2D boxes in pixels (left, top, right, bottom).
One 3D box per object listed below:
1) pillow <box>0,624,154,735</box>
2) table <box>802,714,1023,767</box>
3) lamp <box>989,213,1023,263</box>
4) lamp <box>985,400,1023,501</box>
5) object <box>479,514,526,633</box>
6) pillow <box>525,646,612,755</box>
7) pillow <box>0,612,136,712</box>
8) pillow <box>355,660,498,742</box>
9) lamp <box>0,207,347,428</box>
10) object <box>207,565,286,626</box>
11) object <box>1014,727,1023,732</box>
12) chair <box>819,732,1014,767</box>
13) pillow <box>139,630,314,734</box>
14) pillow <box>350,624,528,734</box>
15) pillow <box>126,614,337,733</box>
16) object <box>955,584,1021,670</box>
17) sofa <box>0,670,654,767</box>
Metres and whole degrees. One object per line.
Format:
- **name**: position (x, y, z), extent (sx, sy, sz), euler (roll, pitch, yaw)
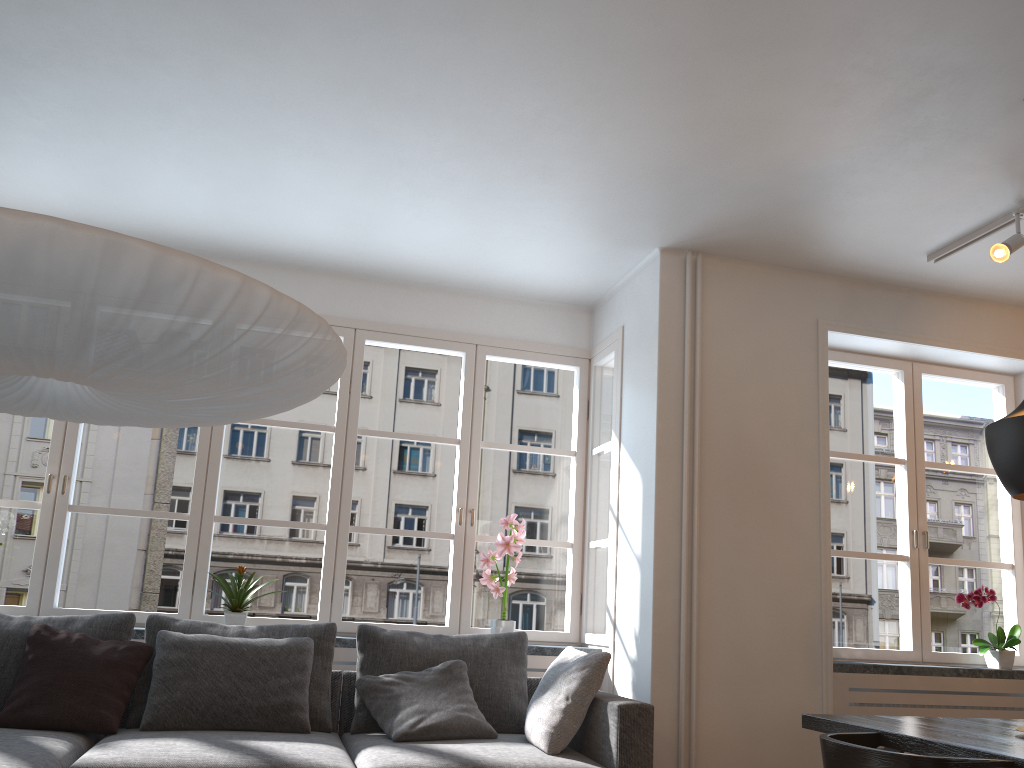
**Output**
- **pillow**: position (-1.746, 1.179, 3.547), extent (0.522, 0.397, 0.315), euler (6, -13, -13)
- **table**: position (1.825, 1.222, 1.906), extent (1.108, 0.669, 2.535), euler (6, -15, -14)
- **lamp**: position (2.119, -0.610, 3.748), extent (0.252, 0.236, 0.086), euler (10, -13, -27)
- **lamp**: position (1.739, 0.091, 2.822), extent (0.411, 0.533, 0.417), euler (-1, -13, 18)
- **object**: position (-0.050, 1.036, 4.721), extent (0.202, 0.681, 0.300), euler (11, -14, -35)
- **pillow**: position (0.198, 1.326, 3.746), extent (0.287, 0.408, 0.501), euler (6, -14, -15)
- **pillow**: position (-2.032, 1.163, 3.635), extent (0.837, 0.471, 0.279), euler (7, -12, -14)
- **pillow**: position (-0.370, 1.356, 3.814), extent (0.495, 0.316, 0.448), euler (12, -16, -32)
- **lamp**: position (-1.176, -0.066, 2.281), extent (1.471, 0.207, 1.492), euler (-3, -16, 21)
- **object**: position (-1.318, 1.055, 4.347), extent (0.379, 0.323, 0.325), euler (14, -17, -39)
- **object**: position (1.698, 1.051, 2.630), extent (0.356, 0.016, 0.361), euler (6, -15, -11)
- **chair**: position (1.109, 1.303, 2.335), extent (0.521, 0.661, 0.601), euler (6, -13, -16)
- **pillow**: position (-1.174, 1.255, 3.721), extent (0.668, 0.391, 0.296), euler (7, -13, -15)
- **pillow**: position (-0.314, 1.370, 4.084), extent (0.838, 0.470, 0.279), euler (7, -12, -14)
- **pillow**: position (-1.197, 1.265, 3.865), extent (0.841, 0.468, 0.280), euler (7, -12, -14)
- **object**: position (2.510, 1.267, 4.626), extent (0.409, 0.431, 0.231), euler (13, -15, -38)
- **sofa**: position (-0.931, 1.369, 2.988), extent (3.073, 0.662, 2.068), euler (7, -15, -14)
